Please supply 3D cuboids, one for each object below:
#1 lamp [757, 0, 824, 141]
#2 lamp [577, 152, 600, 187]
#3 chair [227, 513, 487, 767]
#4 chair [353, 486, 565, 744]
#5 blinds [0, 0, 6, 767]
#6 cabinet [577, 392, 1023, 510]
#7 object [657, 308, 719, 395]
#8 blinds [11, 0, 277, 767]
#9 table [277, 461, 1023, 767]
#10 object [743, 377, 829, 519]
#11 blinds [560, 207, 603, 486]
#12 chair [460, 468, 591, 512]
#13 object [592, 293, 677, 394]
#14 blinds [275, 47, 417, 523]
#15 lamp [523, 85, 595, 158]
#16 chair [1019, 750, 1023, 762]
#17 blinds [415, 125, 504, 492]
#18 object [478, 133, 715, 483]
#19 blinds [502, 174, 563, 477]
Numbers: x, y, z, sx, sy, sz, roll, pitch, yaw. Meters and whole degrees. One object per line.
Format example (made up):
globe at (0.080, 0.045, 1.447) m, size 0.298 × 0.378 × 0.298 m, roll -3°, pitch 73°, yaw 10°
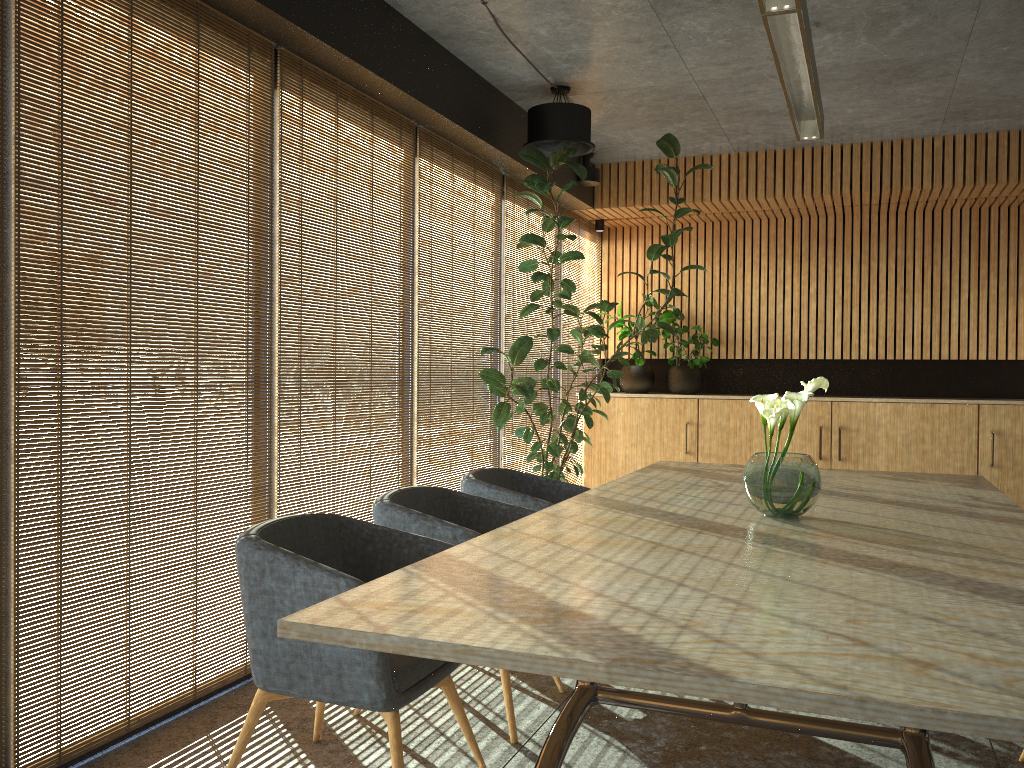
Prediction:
lamp at (1.050, -1.749, 3.442) m, size 0.151 × 0.618 × 4.009 m, roll 1°, pitch 1°, yaw 22°
lamp at (2.506, -1.962, 7.427) m, size 4.179 × 0.294 × 0.257 m, roll 1°, pitch 1°, yaw 22°
chair at (-0.546, 0.961, 3.120) m, size 0.761 × 0.944 × 0.706 m, roll 1°, pitch 1°, yaw 22°
chair at (-0.214, 0.953, 3.956) m, size 0.761 × 0.944 × 0.706 m, roll 1°, pitch 1°, yaw 22°
blinds at (-1.976, -0.126, 2.334) m, size 0.039 × 3.038 × 1.422 m, roll 1°, pitch 1°, yaw 22°
cabinet at (3.118, 0.759, 8.652) m, size 4.954 × 1.272 × 1.006 m, roll 1°, pitch 1°, yaw 22°
object at (1.732, -0.334, 9.083) m, size 0.679 × 0.880 × 0.512 m, roll 1°, pitch 1°, yaw 25°
blinds at (-2.021, -0.092, 1.148) m, size 1.388 × 3.075 × 6.486 m, roll 1°, pitch 1°, yaw 3°
table at (1.048, 0.979, 3.455) m, size 1.816 × 0.927 × 3.932 m, roll 1°, pitch 1°, yaw 22°
object at (1.059, 0.243, 3.466) m, size 0.295 × 0.546 × 0.322 m, roll 1°, pitch 1°, yaw 32°
blinds at (0.735, -0.191, 9.161) m, size 0.039 × 3.038 × 1.422 m, roll 1°, pitch 1°, yaw 22°
chair at (0.118, 0.945, 4.792) m, size 0.761 × 0.944 × 0.706 m, roll 1°, pitch 1°, yaw 22°
object at (1.261, -0.428, 9.285) m, size 0.640 × 1.054 × 0.666 m, roll 0°, pitch 1°, yaw -27°
blinds at (-0.900, -0.151, 5.044) m, size 0.039 × 3.038 × 1.422 m, roll 1°, pitch 1°, yaw 22°
lamp at (0.335, -1.880, 6.292) m, size 0.513 × 0.497 × 0.513 m, roll 0°, pitch 1°, yaw -8°
chair at (2.203, 0.988, 2.996) m, size 0.761 × 0.944 × 0.706 m, roll 1°, pitch 1°, yaw 22°
blinds at (-0.358, -0.165, 6.408) m, size 0.039 × 3.038 × 1.422 m, roll 1°, pitch 1°, yaw 22°
object at (0.408, -0.245, 7.133) m, size 1.875 × 3.266 × 1.958 m, roll 0°, pitch 1°, yaw -30°
blinds at (0.193, -0.178, 7.796) m, size 0.039 × 3.038 × 1.422 m, roll 1°, pitch 1°, yaw 22°
